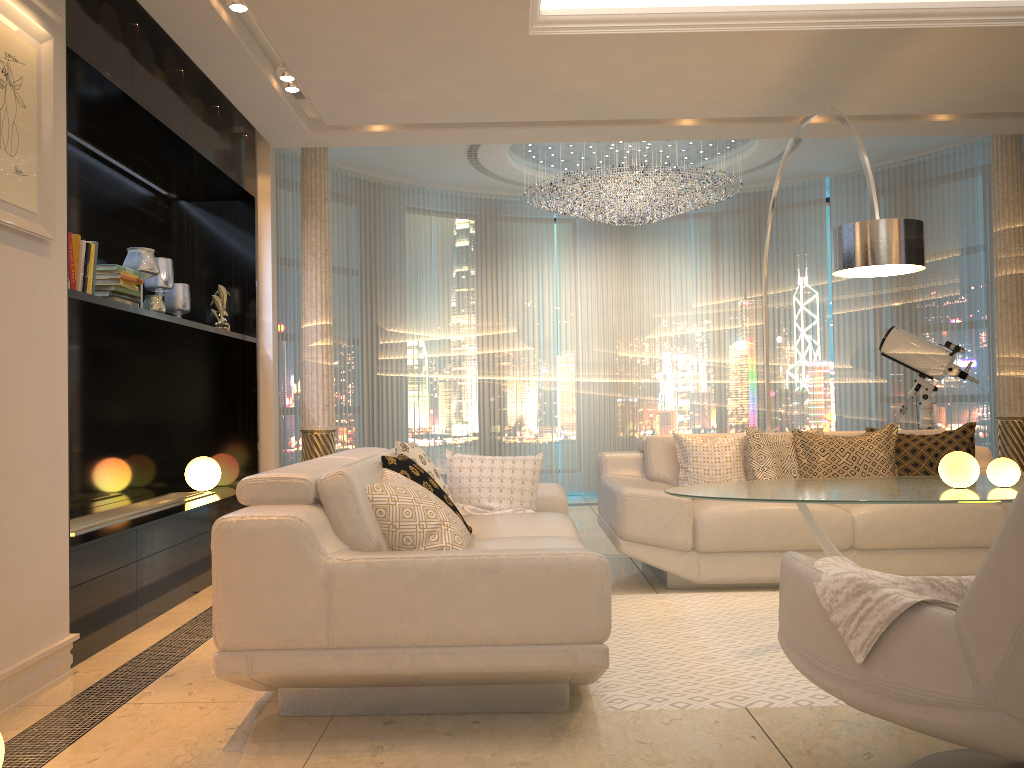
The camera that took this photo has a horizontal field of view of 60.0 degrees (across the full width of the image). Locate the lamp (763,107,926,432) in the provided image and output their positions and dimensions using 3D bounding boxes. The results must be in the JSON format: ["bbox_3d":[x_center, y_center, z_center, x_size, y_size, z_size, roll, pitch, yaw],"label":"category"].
[{"bbox_3d":[1.666,-0.236,4.824,0.393,2.519,2.009,-1,-1,0],"label":"lamp"}]

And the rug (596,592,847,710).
[{"bbox_3d":[1.716,0.987,3.529,2.900,0.020,1.661,-1,-1,0],"label":"rug"}]

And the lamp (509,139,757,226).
[{"bbox_3d":[1.015,-1.705,7.557,2.109,0.685,2.109,0,-2,-45],"label":"lamp"}]

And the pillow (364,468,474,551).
[{"bbox_3d":[-0.318,0.471,3.102,0.351,0.329,0.521,-1,-1,0],"label":"pillow"}]

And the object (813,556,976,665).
[{"bbox_3d":[1.421,0.660,1.972,1.347,0.580,0.972,-2,-2,37],"label":"object"}]

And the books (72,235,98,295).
[{"bbox_3d":[-1.844,-0.472,3.650,0.212,0.261,0.210,-1,-1,0],"label":"books"}]

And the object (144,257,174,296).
[{"bbox_3d":[-2.025,-0.503,5.093,0.156,0.426,0.156,-1,-1,5],"label":"object"}]

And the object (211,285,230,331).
[{"bbox_3d":[-1.770,-0.447,5.392,0.116,0.293,0.182,-1,-1,-3],"label":"object"}]

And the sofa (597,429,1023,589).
[{"bbox_3d":[1.681,0.650,4.914,2.328,0.754,1.145,-1,-1,0],"label":"sofa"}]

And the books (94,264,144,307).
[{"bbox_3d":[-1.867,-0.431,4.093,0.260,0.197,0.296,-1,-1,3],"label":"books"}]

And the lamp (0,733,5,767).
[{"bbox_3d":[-1.349,0.907,2.143,0.212,0.214,0.213,-2,-2,39],"label":"lamp"}]

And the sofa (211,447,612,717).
[{"bbox_3d":[-0.278,0.654,3.617,1.145,0.754,2.328,-1,-1,0],"label":"sofa"}]

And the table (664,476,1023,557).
[{"bbox_3d":[1.686,0.692,3.546,2.140,0.565,0.999,-1,-1,-1],"label":"table"}]

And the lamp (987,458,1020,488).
[{"bbox_3d":[1.920,0.346,3.464,0.115,0.115,0.115,-2,-2,26],"label":"lamp"}]

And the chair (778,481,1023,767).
[{"bbox_3d":[1.211,0.465,1.924,1.027,0.991,0.983,-1,-1,-1],"label":"chair"}]

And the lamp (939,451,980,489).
[{"bbox_3d":[1.746,0.335,3.465,0.143,0.143,0.143,-1,-1,-15],"label":"lamp"}]

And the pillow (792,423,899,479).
[{"bbox_3d":[1.860,0.437,4.931,0.575,0.436,0.301,-1,-1,6],"label":"pillow"}]

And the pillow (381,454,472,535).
[{"bbox_3d":[-0.328,0.448,3.561,0.323,0.355,0.524,-1,-1,1],"label":"pillow"}]

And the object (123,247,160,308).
[{"bbox_3d":[-1.924,-0.507,4.602,0.181,0.381,0.181,-1,-1,-6],"label":"object"}]

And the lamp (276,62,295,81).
[{"bbox_3d":[-1.178,-1.652,4.641,0.107,0.127,0.107,-1,-2,-19],"label":"lamp"}]

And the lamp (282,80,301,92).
[{"bbox_3d":[-1.183,-1.637,4.770,0.107,0.127,0.107,-1,-2,-19],"label":"lamp"}]

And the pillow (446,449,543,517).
[{"bbox_3d":[-0.116,0.476,4.307,0.521,0.325,0.281,-1,-1,10],"label":"pillow"}]

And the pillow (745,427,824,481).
[{"bbox_3d":[1.542,0.450,5.004,0.587,0.429,0.288,0,-2,-25],"label":"pillow"}]

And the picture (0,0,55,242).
[{"bbox_3d":[-1.620,-0.868,2.813,0.027,0.729,0.610,-1,-1,0],"label":"picture"}]

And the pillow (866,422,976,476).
[{"bbox_3d":[2.262,0.429,4.906,0.575,0.436,0.301,-2,-2,31],"label":"pillow"}]

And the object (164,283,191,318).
[{"bbox_3d":[-2.017,-0.442,5.349,0.147,0.317,0.147,-1,-1,2],"label":"object"}]

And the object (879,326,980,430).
[{"bbox_3d":[2.969,0.302,6.298,0.616,1.471,0.570,-1,-1,6],"label":"object"}]

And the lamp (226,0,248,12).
[{"bbox_3d":[-1.179,-1.673,3.820,0.107,0.127,0.107,-1,-2,-19],"label":"lamp"}]

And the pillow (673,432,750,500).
[{"bbox_3d":[1.144,0.458,4.976,0.463,0.380,0.222,-1,-1,5],"label":"pillow"}]

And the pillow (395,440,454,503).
[{"bbox_3d":[-0.371,0.445,4.019,0.255,0.399,0.526,-1,-1,0],"label":"pillow"}]

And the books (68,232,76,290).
[{"bbox_3d":[-1.840,-0.482,3.418,0.208,0.270,0.240,-1,-1,0],"label":"books"}]

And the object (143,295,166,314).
[{"bbox_3d":[-1.910,-0.390,4.730,0.119,0.154,0.119,-1,-1,10],"label":"object"}]

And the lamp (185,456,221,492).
[{"bbox_3d":[-1.918,0.558,5.508,0.212,0.214,0.213,0,-2,-39],"label":"lamp"}]
